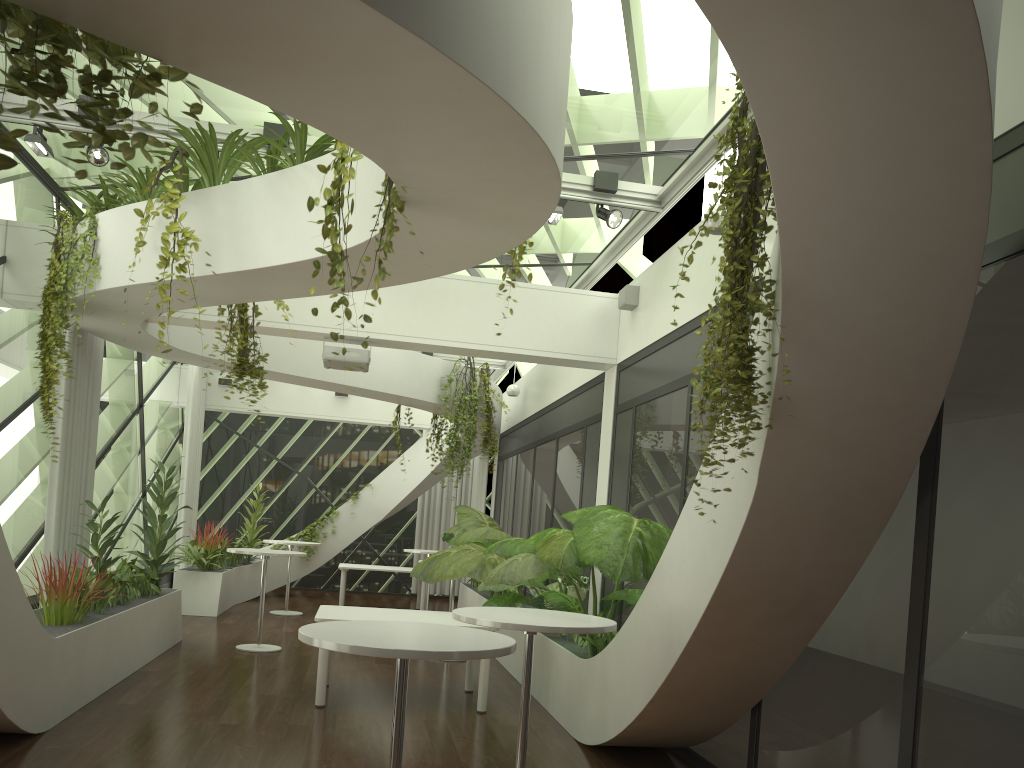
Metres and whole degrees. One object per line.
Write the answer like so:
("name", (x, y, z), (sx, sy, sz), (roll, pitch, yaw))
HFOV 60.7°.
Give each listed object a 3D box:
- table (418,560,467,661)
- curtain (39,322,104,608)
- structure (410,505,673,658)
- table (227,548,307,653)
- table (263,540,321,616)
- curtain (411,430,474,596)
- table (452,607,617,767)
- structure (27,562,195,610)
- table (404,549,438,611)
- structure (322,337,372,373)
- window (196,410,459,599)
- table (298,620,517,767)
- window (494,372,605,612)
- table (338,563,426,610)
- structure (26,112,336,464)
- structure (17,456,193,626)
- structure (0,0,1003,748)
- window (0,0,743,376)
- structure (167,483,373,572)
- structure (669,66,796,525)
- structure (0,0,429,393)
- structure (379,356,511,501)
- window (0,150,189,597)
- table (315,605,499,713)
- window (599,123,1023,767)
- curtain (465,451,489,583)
("table", (-0.685, 2.608, 10.074), (0.853, 1.093, 0.865), (2, -4, 26))
("curtain", (-4.384, 0.542, 8.778), (0.160, 4.080, 1.044), (4, -1, -10))
("structure", (-0.285, 2.151, 9.552), (1.786, 1.704, 8.979), (5, -9, -9))
("table", (-2.757, 2.399, 9.716), (0.853, 1.093, 0.865), (2, -4, 26))
("table", (-3.364, 2.935, 13.246), (0.853, 1.093, 0.865), (2, -4, 26))
("curtain", (-1.286, 2.245, 17.768), (1.233, 4.080, 0.159), (4, 0, -11))
("table", (0.078, 1.758, 4.568), (0.861, 1.093, 0.857), (6, -4, -24))
("structure", (-4.911, 2.530, 9.657), (0.259, 0.500, 15.270), (4, -9, -9))
("table", (-1.293, 3.145, 13.604), (0.853, 1.093, 0.865), (2, -4, 26))
("structure", (-1.604, -0.287, 8.497), (0.463, 0.275, 0.391), (5, -6, -9))
("window", (-3.403, 1.896, 17.637), (5.750, 4.636, 0.038), (5, 0, -10))
("table", (-0.449, 1.541, 3.485), (0.861, 1.093, 0.857), (6, -4, -24))
("window", (0.284, 2.025, 12.662), (0.050, 3.220, 7.245), (4, -8, -9))
("table", (-2.184, 3.462, 14.782), (1.504, 0.716, 1.076), (5, -7, -10))
("structure", (-2.312, -0.520, 6.482), (4.624, 2.306, 1.459), (-3, -7, 44))
("structure", (-3.507, 1.316, 7.723), (0.856, 1.589, 3.355), (5, -8, -10))
("structure", (-1.352, 0.579, 4.815), (5.922, 4.194, 24.612), (5, -9, -3))
("window", (-1.851, -1.642, 9.434), (5.700, 0.055, 16.869), (6, -9, -9))
("structure", (-4.348, 2.262, 14.454), (2.027, 1.661, 4.834), (2, -9, 22))
("structure", (0.990, -0.496, 3.428), (0.615, 2.112, 1.070), (4, -2, 3))
("structure", (-1.331, -0.848, 2.541), (3.243, 1.851, 1.226), (11, -7, -44))
("structure", (-0.944, 0.598, 12.250), (1.651, 2.067, 1.432), (8, -5, -45))
("window", (-4.800, 0.362, 8.945), (0.084, 4.606, 16.902), (4, -9, -9))
("table", (-0.947, 2.370, 7.594), (1.504, 0.716, 1.076), (5, -7, -10))
("window", (1.559, 0.899, 5.248), (0.050, 3.221, 7.155), (4, -8, -9))
("curtain", (-0.635, 2.177, 17.066), (0.160, 4.080, 0.999), (4, 0, -10))
